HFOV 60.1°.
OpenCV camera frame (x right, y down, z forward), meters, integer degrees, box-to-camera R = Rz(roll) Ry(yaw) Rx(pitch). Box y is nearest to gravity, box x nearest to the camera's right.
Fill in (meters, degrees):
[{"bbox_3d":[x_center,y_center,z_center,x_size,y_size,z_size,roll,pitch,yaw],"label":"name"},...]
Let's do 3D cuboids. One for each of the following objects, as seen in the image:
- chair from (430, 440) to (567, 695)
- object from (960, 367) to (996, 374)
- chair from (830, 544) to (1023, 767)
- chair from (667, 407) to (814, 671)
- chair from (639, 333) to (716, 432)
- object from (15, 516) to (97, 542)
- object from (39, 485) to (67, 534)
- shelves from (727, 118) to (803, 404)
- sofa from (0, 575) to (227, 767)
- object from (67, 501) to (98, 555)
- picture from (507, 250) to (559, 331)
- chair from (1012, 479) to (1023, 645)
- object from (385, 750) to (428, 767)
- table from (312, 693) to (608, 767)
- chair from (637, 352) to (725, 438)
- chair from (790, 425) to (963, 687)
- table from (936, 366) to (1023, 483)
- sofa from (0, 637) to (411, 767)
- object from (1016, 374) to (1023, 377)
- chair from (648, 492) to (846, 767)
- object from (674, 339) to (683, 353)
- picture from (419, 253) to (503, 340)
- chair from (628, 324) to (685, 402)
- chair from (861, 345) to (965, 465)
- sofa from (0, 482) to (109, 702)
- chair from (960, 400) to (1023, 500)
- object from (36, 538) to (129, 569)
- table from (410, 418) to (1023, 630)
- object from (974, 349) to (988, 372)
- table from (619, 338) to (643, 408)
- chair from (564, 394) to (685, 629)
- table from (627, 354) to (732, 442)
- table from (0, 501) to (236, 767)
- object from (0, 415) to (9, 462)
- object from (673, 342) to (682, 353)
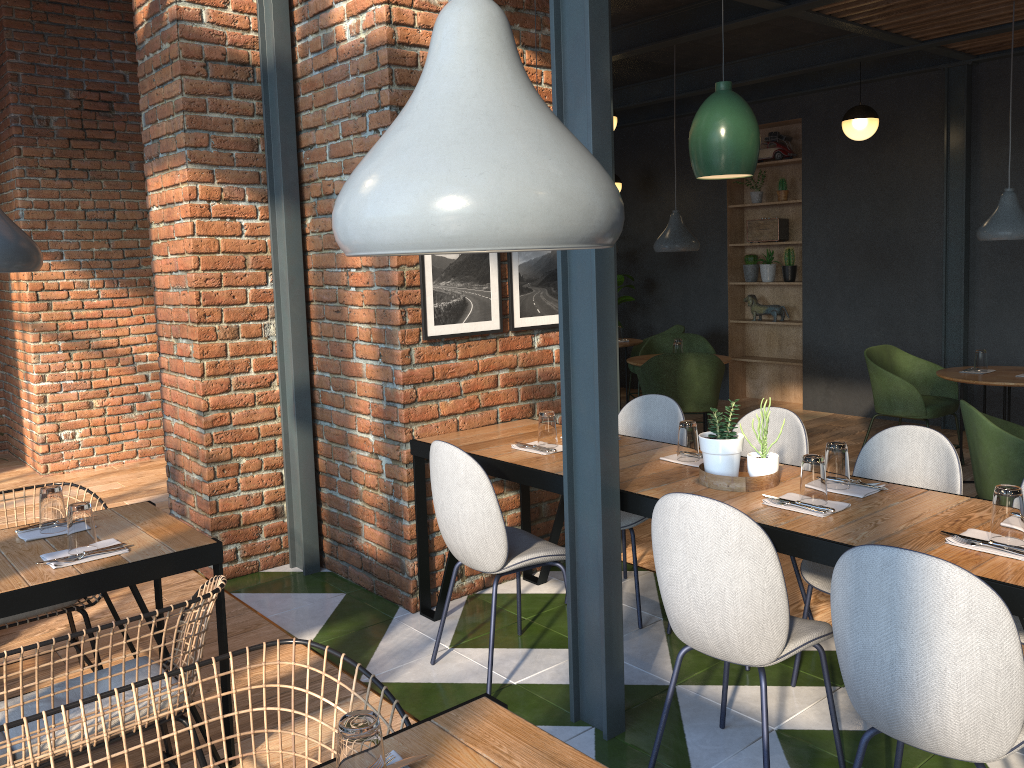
[{"bbox_3d":[-0.033,0.613,3.260,0.509,0.883,0.419,-6,7,-33],"label":"chair"},{"bbox_3d":[2.994,-0.089,5.689,0.243,0.019,0.158,-9,11,-40],"label":"object"},{"bbox_3d":[0.992,0.751,2.041,0.509,0.883,0.419,-8,8,-43],"label":"chair"},{"bbox_3d":[0.887,0.557,3.433,0.509,0.883,0.419,-6,7,-33],"label":"chair"},{"bbox_3d":[1.397,0.002,7.469,0.638,0.815,0.517,-1,6,10],"label":"chair"},{"bbox_3d":[-1.437,0.452,2.813,0.243,0.019,0.158,-9,10,-39],"label":"object"},{"bbox_3d":[-1.440,0.391,2.775,0.080,0.137,0.080,1,7,23],"label":"object"},{"bbox_3d":[2.537,-1.146,8.641,0.285,2.694,0.837,-6,7,-39],"label":"shelves"},{"bbox_3d":[-1.185,0.899,2.077,1.095,0.729,0.471,-8,9,-39],"label":"sofa"},{"bbox_3d":[-1.246,0.414,2.563,0.080,0.137,0.080,1,7,23],"label":"object"},{"bbox_3d":[0.148,-0.579,4.161,0.431,0.628,0.015,-7,7,-40],"label":"picture"},{"bbox_3d":[1.637,0.655,2.566,0.509,0.883,0.419,-8,8,-43],"label":"chair"},{"bbox_3d":[-0.217,0.619,1.339,0.243,0.019,0.158,-8,10,-37],"label":"object"},{"bbox_3d":[-0.313,1.029,1.037,1.275,0.703,0.659,-8,9,-39],"label":"table"},{"bbox_3d":[1.237,0.151,6.455,0.638,0.815,0.517,-1,6,5],"label":"chair"},{"bbox_3d":[1.237,0.610,2.979,0.509,0.883,0.419,-6,7,-33],"label":"chair"},{"bbox_3d":[3.114,0.277,5.578,0.807,0.684,0.812,-1,7,9],"label":"table"},{"bbox_3d":[-0.674,0.968,1.467,1.095,0.729,0.471,-8,9,-39],"label":"sofa"},{"bbox_3d":[3.198,-0.058,5.424,0.243,0.019,0.158,-9,11,-40],"label":"object"},{"bbox_3d":[0.655,0.697,2.505,0.509,0.883,0.419,-8,8,-43],"label":"chair"},{"bbox_3d":[1.323,-0.291,7.046,0.080,0.137,0.080,-2,6,-2],"label":"object"},{"bbox_3d":[-0.221,-0.523,3.856,0.431,0.628,0.015,-7,7,-40],"label":"picture"},{"bbox_3d":[1.396,-0.152,8.557,0.515,0.815,0.641,-2,6,-3],"label":"chair"},{"bbox_3d":[2.724,0.159,6.042,0.640,0.815,0.516,-7,8,-39],"label":"chair"},{"bbox_3d":[-1.909,0.801,2.942,1.095,0.729,0.471,-8,9,-39],"label":"sofa"},{"bbox_3d":[2.228,0.492,3.813,0.515,0.815,0.642,0,7,15],"label":"chair"},{"bbox_3d":[-1.239,0.483,2.543,0.243,0.019,0.158,-9,10,-39],"label":"object"},{"bbox_3d":[0.723,0.696,2.922,0.660,0.762,2.779,-7,9,-39],"label":"table"},{"bbox_3d":[2.991,-0.150,5.651,0.080,0.137,0.080,-1,6,12],"label":"object"},{"bbox_3d":[0.862,-0.064,8.527,0.810,0.684,0.809,-8,9,-39],"label":"table"},{"bbox_3d":[0.505,0.515,3.826,0.509,0.883,0.419,-8,8,-43],"label":"chair"},{"bbox_3d":[1.312,0.145,6.946,0.807,0.684,0.812,-2,7,2],"label":"table"},{"bbox_3d":[-1.546,0.863,2.509,1.275,0.703,0.659,-8,9,-39],"label":"table"},{"bbox_3d":[-2.316,0.401,3.120,0.860,1.491,0.901,-4,7,-21],"label":"object"},{"bbox_3d":[1.264,-0.249,6.766,0.080,0.137,0.080,-2,6,-2],"label":"object"}]
